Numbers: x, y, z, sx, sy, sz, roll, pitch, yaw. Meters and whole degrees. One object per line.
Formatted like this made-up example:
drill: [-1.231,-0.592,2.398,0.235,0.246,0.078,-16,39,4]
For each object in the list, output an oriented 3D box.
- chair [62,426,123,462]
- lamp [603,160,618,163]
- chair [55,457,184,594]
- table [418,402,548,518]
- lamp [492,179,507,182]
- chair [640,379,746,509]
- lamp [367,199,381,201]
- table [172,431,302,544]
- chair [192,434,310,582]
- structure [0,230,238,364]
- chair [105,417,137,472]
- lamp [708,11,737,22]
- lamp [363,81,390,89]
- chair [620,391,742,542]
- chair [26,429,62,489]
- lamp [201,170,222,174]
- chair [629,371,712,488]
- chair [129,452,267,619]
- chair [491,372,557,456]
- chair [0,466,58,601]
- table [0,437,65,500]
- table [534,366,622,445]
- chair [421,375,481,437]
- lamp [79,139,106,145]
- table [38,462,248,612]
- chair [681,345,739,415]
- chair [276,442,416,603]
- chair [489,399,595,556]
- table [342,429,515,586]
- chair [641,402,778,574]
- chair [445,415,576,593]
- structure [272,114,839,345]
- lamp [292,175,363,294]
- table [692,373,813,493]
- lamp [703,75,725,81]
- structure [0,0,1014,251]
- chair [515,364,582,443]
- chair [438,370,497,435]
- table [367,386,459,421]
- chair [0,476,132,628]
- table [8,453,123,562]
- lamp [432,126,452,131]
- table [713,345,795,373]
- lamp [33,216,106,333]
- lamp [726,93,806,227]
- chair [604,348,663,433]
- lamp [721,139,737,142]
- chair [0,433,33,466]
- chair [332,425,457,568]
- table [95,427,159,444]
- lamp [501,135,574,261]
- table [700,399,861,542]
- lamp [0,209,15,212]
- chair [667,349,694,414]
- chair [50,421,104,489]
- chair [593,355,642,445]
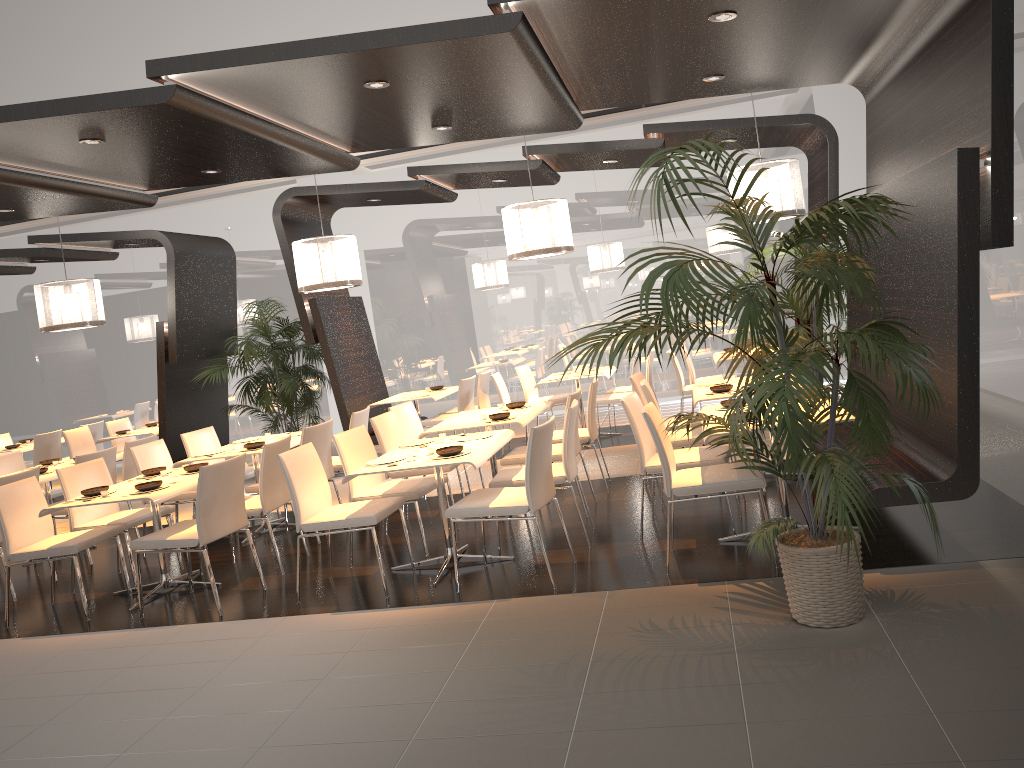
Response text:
chair: [-4.972,0.936,10.639,0.604,0.869,0.486,-8,1,14]
lamp: [1.076,-2.453,9.684,0.161,0.056,0.162,-8,4,6]
chair: [-2.799,0.970,6.283,0.603,0.869,0.486,-8,1,19]
table: [-0.025,0.595,6.934,1.050,0.725,1.152,-8,3,11]
lamp: [-0.144,-2.297,9.925,0.161,0.056,0.162,-8,4,6]
chair: [1.279,0.381,6.339,0.604,0.874,0.485,-8,1,9]
lamp: [-1.595,-2.139,10.210,0.159,0.054,0.161,-7,4,17]
table: [-2.094,0.861,7.339,0.798,0.725,1.152,-8,3,11]
chair: [-1.806,0.843,6.106,0.604,0.874,0.485,-8,1,9]
structure: [-6.490,-0.807,11.190,5.920,1.728,1.407,-7,2,11]
chair: [-4.730,0.853,11.239,0.604,0.869,0.486,-8,1,14]
lamp: [1.209,-2.127,5.084,0.161,0.050,0.162,-7,4,17]
lamp: [-0.842,-1.873,5.489,0.161,0.050,0.162,-7,4,17]
chair: [1.053,0.475,5.538,0.603,0.869,0.486,-8,1,19]
chair: [-5.822,1.048,10.798,0.604,0.874,0.486,-8,1,14]
lamp: [-2.503,-1.782,7.356,0.160,0.050,0.161,-8,4,6]
chair: [1.303,0.324,7.008,0.603,0.874,0.486,-8,1,19]
chair: [-1.932,0.913,5.426,0.603,0.869,0.486,-8,1,19]
chair: [0.138,0.285,9.605,0.604,0.874,0.485,-8,1,9]
chair: [-3.765,1.099,6.435,0.604,0.874,0.485,-8,1,9]
table: [-6.188,1.142,11.204,0.798,0.725,1.152,-8,3,11]
table: [0.769,0.251,9.830,0.798,0.725,1.152,-8,3,11]
chair: [-0.671,0.387,9.761,0.603,0.869,0.486,-8,1,19]
lamp: [-2.790,-1.623,5.874,0.161,0.050,0.162,-7,4,17]
table: [-2.341,1.013,5.867,0.798,0.725,1.152,-8,3,11]
chair: [2.227,-0.038,9.864,0.604,0.869,0.486,-8,1,14]
chair: [-1.001,0.791,5.315,0.604,0.874,0.486,-8,1,14]
chair: [0.187,0.588,5.712,0.604,0.874,0.485,-8,1,9]
table: [-0.423,0.768,5.488,0.798,0.725,1.152,-8,3,11]
chair: [1.078,0.525,4.868,0.604,0.869,0.486,-8,1,14]
chair: [-0.013,0.670,5.047,0.603,0.874,0.486,-8,1,19]
structure: [0.467,-1.698,9.815,5.920,1.728,1.407,-7,2,11]
lamp: [-1.929,-1.895,8.751,0.623,1.930,0.630,-8,1,39]
table: [1.792,0.364,6.560,0.798,0.725,1.152,-8,3,11]
lamp: [1.496,-2.286,6.566,0.161,0.050,0.162,-7,4,17]
structure: [-2.495,-1.020,6.590,10.638,1.736,2.914,-7,3,11]
chair: [0.424,0.191,10.245,0.603,0.869,0.486,-8,1,19]
chair: [-0.507,0.317,10.376,0.604,0.874,0.486,-8,1,14]
table: [-1.065,0.485,10.203,0.798,0.725,1.152,-8,3,11]
chair: [-2.920,1.034,5.695,0.604,0.869,0.485,-8,1,9]
table: [-4.044,1.109,7.742,0.798,0.725,1.152,-8,3,11]
lamp: [-0.556,-2.032,6.971,0.161,0.050,0.162,-7,4,17]
table: [2.615,0.015,9.458,0.798,0.725,1.152,-8,3,11]
lamp: [-4.753,-1.533,9.309,0.628,1.930,0.625,-8,0,-17]
lamp: [2.178,-2.421,7.940,0.623,1.930,0.630,-8,1,43]
chair: [1.378,0.074,10.022,0.604,0.874,0.486,-8,1,14]
lamp: [2.315,-2.612,9.439,0.161,0.056,0.162,-8,4,6]
chair: [-6.533,1.082,11.619,0.603,0.869,0.486,-8,1,19]
chair: [-0.794,0.714,5.904,0.603,0.874,0.486,-8,1,19]
table: [-4.342,0.906,10.832,0.798,0.725,1.152,-8,3,11]
lamp: [0.141,-2.160,8.342,0.623,1.930,0.630,-8,1,39]
table: [1.543,0.517,5.089,0.798,0.725,1.152,-8,3,11]
lamp: [-4.445,-1.533,7.739,0.160,0.050,0.161,-8,4,6]
chair: [1.986,0.047,9.265,0.604,0.874,0.486,-8,1,14]
chair: [-5.579,0.965,11.397,0.604,0.874,0.486,-8,1,14]
chair: [1.135,0.154,9.423,0.604,0.869,0.486,-8,1,14]
